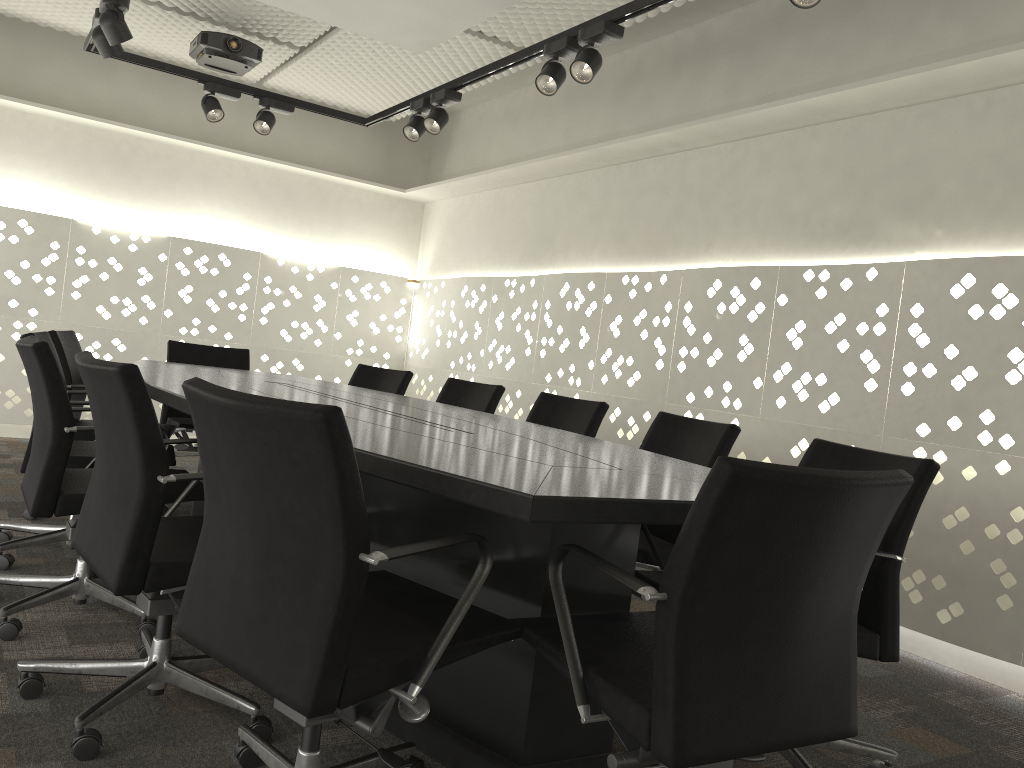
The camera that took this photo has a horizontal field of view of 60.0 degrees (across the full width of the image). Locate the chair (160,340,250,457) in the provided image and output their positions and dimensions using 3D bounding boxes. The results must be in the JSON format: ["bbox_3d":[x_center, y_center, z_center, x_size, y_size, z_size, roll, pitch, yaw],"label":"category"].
[{"bbox_3d":[-1.499,0.189,4.453,0.559,0.757,0.579,7,1,-28],"label":"chair"}]

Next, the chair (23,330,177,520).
[{"bbox_3d":[-1.727,0.173,3.769,0.579,0.757,0.559,7,1,-13],"label":"chair"}]

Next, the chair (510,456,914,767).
[{"bbox_3d":[0.293,0.475,1.491,0.559,0.757,0.579,7,1,-28],"label":"chair"}]

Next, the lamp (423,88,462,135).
[{"bbox_3d":[-0.340,-1.281,4.147,0.126,0.224,0.213,7,1,-29],"label":"lamp"}]

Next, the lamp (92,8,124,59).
[{"bbox_3d":[-1.653,-1.437,3.636,0.126,0.224,0.213,7,1,-29],"label":"lamp"}]

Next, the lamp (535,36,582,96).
[{"bbox_3d":[0.164,-1.201,3.336,0.126,0.224,0.213,7,1,-29],"label":"lamp"}]

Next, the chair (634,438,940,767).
[{"bbox_3d":[0.617,0.505,2.045,0.579,0.757,0.559,7,1,-13],"label":"chair"}]

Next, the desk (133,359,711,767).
[{"bbox_3d":[-0.588,0.385,2.933,1.223,0.658,3.364,7,1,-32],"label":"desk"}]

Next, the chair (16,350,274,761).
[{"bbox_3d":[-0.735,0.335,1.978,0.579,0.757,0.559,7,1,-33],"label":"chair"}]

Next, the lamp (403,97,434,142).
[{"bbox_3d":[-0.458,-1.300,4.336,0.126,0.224,0.213,7,1,-29],"label":"lamp"}]

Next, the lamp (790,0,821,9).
[{"bbox_3d":[0.800,-1.100,2.315,0.126,0.224,0.213,7,1,-29],"label":"lamp"}]

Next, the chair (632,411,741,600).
[{"bbox_3d":[0.346,0.458,2.681,0.579,0.757,0.559,7,1,-18],"label":"chair"}]

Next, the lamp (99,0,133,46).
[{"bbox_3d":[-1.535,-1.419,3.447,0.126,0.224,0.213,7,1,-29],"label":"lamp"}]

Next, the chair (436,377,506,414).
[{"bbox_3d":[-0.363,0.345,3.817,0.579,0.757,0.559,7,1,-33],"label":"chair"}]

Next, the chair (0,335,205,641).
[{"bbox_3d":[-1.165,0.269,2.520,0.579,0.757,0.559,7,1,-28],"label":"chair"}]

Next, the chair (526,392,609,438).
[{"bbox_3d":[0.021,0.405,3.271,0.579,0.757,0.559,7,1,-28],"label":"chair"}]

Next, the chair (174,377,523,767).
[{"bbox_3d":[-0.313,0.397,1.535,0.579,0.757,0.559,6,2,-43],"label":"chair"}]

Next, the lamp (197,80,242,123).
[{"bbox_3d":[-1.489,-1.434,4.492,0.213,0.224,0.126,7,1,-29],"label":"lamp"}]

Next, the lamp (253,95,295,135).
[{"bbox_3d":[-1.255,-1.407,4.652,0.214,0.224,0.118,6,2,-43],"label":"lamp"}]

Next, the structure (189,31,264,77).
[{"bbox_3d":[-1.552,-1.788,4.803,0.327,0.144,0.371,7,1,-32],"label":"structure"}]

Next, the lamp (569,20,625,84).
[{"bbox_3d":[0.282,-1.182,3.147,0.126,0.224,0.213,7,1,-29],"label":"lamp"}]

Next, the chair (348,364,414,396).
[{"bbox_3d":[-0.816,0.278,4.326,0.579,0.757,0.559,6,2,-43],"label":"chair"}]

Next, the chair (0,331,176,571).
[{"bbox_3d":[-1.461,0.221,3.082,0.579,0.757,0.559,7,1,-18],"label":"chair"}]
